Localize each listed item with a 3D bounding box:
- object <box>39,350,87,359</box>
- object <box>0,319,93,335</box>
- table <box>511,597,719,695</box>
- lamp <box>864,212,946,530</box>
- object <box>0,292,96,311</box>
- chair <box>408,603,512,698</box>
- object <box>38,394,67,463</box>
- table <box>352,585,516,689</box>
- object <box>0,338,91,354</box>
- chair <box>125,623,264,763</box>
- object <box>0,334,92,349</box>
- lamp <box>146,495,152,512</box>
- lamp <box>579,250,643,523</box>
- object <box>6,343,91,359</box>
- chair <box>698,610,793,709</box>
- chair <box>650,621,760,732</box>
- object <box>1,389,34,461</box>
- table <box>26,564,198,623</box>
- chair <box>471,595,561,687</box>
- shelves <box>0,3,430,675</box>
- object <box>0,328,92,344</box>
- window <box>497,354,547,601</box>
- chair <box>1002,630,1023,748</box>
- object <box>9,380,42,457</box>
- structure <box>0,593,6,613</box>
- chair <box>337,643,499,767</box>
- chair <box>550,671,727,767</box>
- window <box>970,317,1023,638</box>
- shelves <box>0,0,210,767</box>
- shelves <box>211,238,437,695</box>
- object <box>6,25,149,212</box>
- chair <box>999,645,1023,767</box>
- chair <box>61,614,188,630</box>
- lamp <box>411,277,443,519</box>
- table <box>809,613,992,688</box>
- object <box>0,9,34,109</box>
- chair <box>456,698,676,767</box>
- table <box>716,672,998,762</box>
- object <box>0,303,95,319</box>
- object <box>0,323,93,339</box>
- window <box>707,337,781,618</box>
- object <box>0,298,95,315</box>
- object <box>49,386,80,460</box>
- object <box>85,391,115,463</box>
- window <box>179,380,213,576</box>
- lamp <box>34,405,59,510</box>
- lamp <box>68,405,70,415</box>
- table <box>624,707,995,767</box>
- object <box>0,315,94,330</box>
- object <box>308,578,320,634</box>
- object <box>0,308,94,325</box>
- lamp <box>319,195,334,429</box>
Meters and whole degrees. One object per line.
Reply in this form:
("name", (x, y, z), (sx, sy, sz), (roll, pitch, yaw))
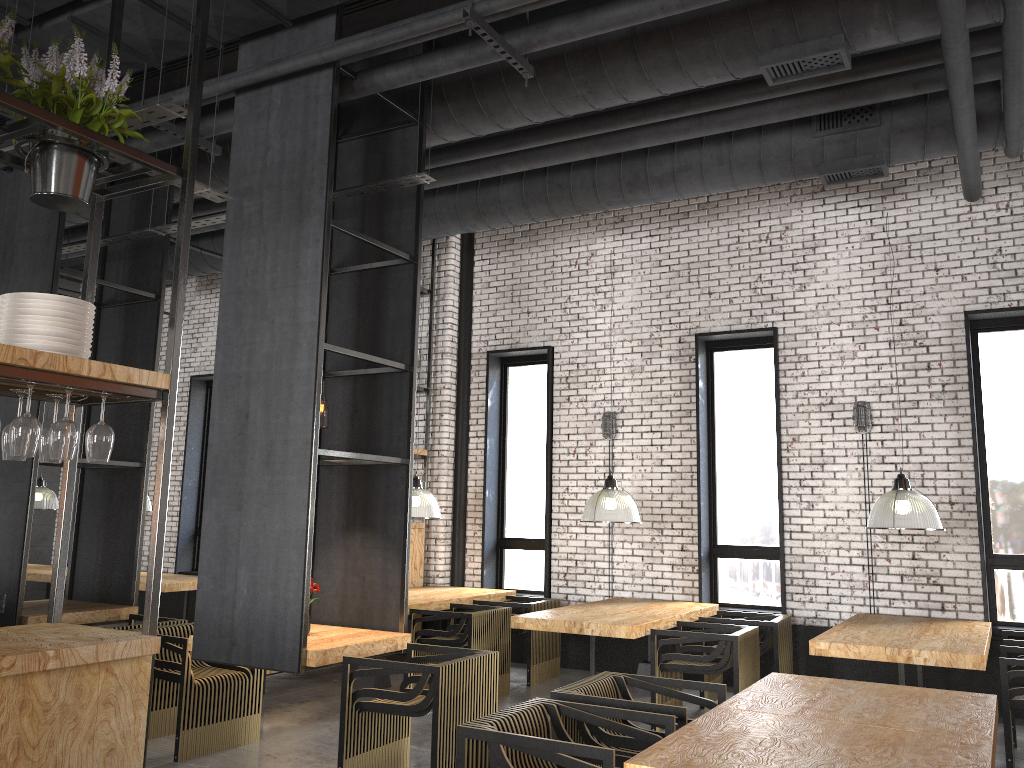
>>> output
("object", (-1.788, -0.086, 3.370), (0.334, 0.033, 0.334), (-5, -11, 37))
("object", (-1.786, -0.199, 3.388), (0.334, 0.039, 0.334), (-5, -11, 36))
("table", (0.932, 2.272, 7.380), (0.999, 0.766, 2.110), (-4, -10, 29))
("lamp", (2.867, -0.135, 6.624), (0.536, 2.414, 0.535), (6, -11, -24))
("object", (-1.785, -0.295, 3.405), (0.334, 0.039, 0.333), (1, -9, 3))
("chair", (-0.449, 2.289, 7.573), (0.638, 0.732, 0.655), (-4, -10, 29))
("object", (-1.813, 0.178, 3.510), (0.101, 0.268, 0.100), (2, -10, -7))
("table", (-0.915, 2.386, 8.395), (0.999, 0.766, 2.110), (-4, -10, 29))
("object", (-1.787, -0.125, 3.376), (0.334, 0.037, 0.333), (2, -9, -4))
("chair", (-2.114, 1.998, 5.856), (0.638, 0.732, 0.655), (-4, -11, 31))
("object", (-1.787, -0.145, 3.379), (0.334, 0.040, 0.333), (2, -9, -7))
("lamp", (-4.432, 0.295, 10.512), (0.536, 2.414, 0.535), (6, -11, -24))
("lamp", (0.863, -0.012, 7.726), (0.536, 2.414, 0.535), (6, -11, -24))
("object", (-1.789, -0.107, 3.374), (0.334, 0.046, 0.333), (0, -9, 10))
("chair", (1.962, 2.315, 7.410), (0.638, 0.732, 0.655), (-3, -10, 26))
("chair", (1.431, 2.172, 6.528), (0.638, 0.732, 0.655), (-4, -10, 27))
("object", (-1.884, 0.157, 3.383), (0.101, 0.268, 0.100), (2, -10, -7))
("table", (-5.132, 2.608, 10.461), (4.133, 0.766, 0.997), (-4, -10, 29))
("chair", (0.038, 2.435, 8.479), (0.638, 0.732, 0.655), (-4, -10, 27))
("shelves", (-3.507, -0.337, 7.092), (6.143, 4.381, 1.000), (-4, -11, 29))
("object", (-1.787, -0.164, 3.383), (0.334, 0.039, 0.333), (2, -9, -4))
("window", (0.145, 0.996, 9.801), (0.748, 2.708, 0.364), (-4, -11, 29))
("chair", (3.900, 2.196, 6.345), (0.638, 0.732, 0.655), (-4, -10, 28))
("object", (-1.706, 0.121, 3.118), (0.101, 0.268, 0.100), (2, -10, -7))
("structure", (-6.063, 1.232, 3.841), (5.873, 1.538, 4.299), (-4, -10, 29))
("chair", (-0.518, 1.905, 5.013), (0.638, 0.732, 0.655), (-4, -10, 27))
("chair", (0.604, 1.795, 4.128), (0.638, 0.732, 0.655), (-4, -10, 28))
("window", (4.362, 0.737, 7.483), (0.748, 2.708, 0.364), (-4, -11, 29))
("shelves", (-2.444, -0.738, 2.166), (0.689, 5.036, 3.649), (-4, -11, 29))
("shelves", (-1.767, 0.295, 8.972), (0.689, 5.036, 2.326), (-4, -11, 29))
("object", (-1.753, -0.981, 3.510), (0.416, 0.561, 0.466), (-3, -10, 23))
("chair", (3.387, 2.052, 5.453), (0.638, 0.732, 0.655), (-4, -10, 29))
("chair", (-2.790, 2.039, 6.228), (0.638, 0.732, 0.655), (-4, -11, 31))
("lamp", (-0.910, 0.097, 8.700), (0.536, 2.414, 0.535), (6, -11, -24))
("table", (2.856, 2.154, 6.322), (0.999, 0.766, 2.110), (-4, -10, 29))
("object", (-2.019, -1.042, 3.143), (0.416, 0.561, 0.466), (-6, -12, 37))
("chair", (0.221, 1.681, 3.420), (0.638, 0.732, 0.655), (-4, -10, 29))
("table", (1.506, 1.741, 3.755), (0.999, 0.766, 0.994), (-4, -10, 29))
("object", (-1.786, -0.257, 3.398), (0.334, 0.044, 0.333), (1, -9, 0))
("object", (-1.786, -0.183, 3.385), (0.334, 0.041, 0.334), (8, -11, -38))
("window", (2.262, 0.866, 8.637), (0.748, 2.708, 0.364), (-4, -11, 29))
("object", (-1.784, -0.276, 3.401), (0.335, 0.039, 0.333), (1, -9, 4))
("object", (-1.634, 0.142, 3.245), (0.101, 0.268, 0.100), (2, -10, -7))
("object", (-1.563, 0.162, 3.372), (0.101, 0.268, 0.100), (2, -10, -7))
("window", (-4.036, 1.254, 12.099), (0.748, 2.708, 0.364), (-4, -11, 29))
("lamp", (-5.942, 0.388, 11.341), (0.536, 2.414, 0.535), (4, -10, -19))
("lamp", (-3.471, -0.368, 7.103), (0.108, 1.604, 0.108), (4, -10, -14))
("table", (1.020, 1.602, 2.892), (0.999, 0.766, 0.994), (-4, -10, 29))
("object", (-1.786, -0.218, 3.391), (0.335, 0.043, 0.333), (-1, -9, 13))
("object", (-1.290, 1.385, 5.564), (0.156, 0.356, 0.170), (3, -10, -13))
("object", (-1.786, -0.237, 3.395), (0.334, 0.041, 0.333), (1, -9, -1))
("lamp", (-1.226, -0.507, 5.870), (0.108, 1.604, 0.108), (1, -10, 1))
